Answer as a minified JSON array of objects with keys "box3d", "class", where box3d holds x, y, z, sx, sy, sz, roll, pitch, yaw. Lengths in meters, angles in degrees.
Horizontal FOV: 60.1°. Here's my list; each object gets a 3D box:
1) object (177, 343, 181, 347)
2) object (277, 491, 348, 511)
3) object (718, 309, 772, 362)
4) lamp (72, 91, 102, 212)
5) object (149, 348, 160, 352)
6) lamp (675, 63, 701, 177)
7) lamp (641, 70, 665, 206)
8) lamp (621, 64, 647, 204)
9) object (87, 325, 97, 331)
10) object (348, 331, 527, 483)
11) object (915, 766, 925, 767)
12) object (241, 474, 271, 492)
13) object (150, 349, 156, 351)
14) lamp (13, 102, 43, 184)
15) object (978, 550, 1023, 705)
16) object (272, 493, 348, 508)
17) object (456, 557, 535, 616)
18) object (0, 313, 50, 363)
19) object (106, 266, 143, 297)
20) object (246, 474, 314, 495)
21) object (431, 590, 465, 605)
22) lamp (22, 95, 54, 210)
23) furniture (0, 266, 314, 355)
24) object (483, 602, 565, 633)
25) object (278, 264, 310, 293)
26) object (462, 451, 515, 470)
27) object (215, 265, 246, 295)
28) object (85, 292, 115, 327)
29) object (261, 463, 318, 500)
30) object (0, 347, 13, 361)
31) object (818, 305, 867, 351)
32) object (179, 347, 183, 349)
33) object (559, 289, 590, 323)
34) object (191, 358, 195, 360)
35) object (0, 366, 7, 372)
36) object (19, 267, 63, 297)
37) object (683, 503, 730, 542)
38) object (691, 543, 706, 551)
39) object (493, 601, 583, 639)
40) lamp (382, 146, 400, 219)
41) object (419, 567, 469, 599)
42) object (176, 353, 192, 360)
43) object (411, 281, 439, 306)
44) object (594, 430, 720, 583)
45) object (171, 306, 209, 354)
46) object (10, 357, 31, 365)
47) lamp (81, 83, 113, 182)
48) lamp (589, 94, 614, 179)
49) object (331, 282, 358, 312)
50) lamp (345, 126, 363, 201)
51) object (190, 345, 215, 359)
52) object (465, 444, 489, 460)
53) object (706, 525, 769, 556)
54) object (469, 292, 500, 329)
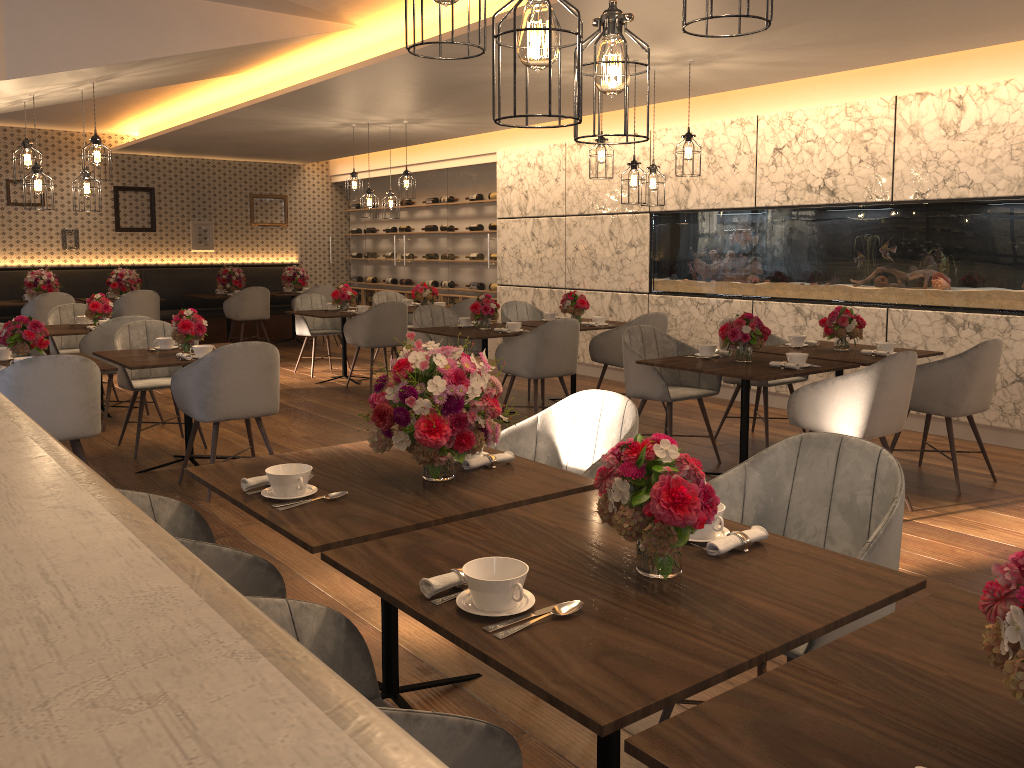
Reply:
[{"box3d":[-2.172,-0.259,5.865,0.056,0.039,0.176,-6,10,-37],"class":"object"},{"box3d":[-0.516,0.305,2.310,0.198,0.015,0.043,-8,11,-41],"class":"object"},{"box3d":[1.359,-0.283,5.159,0.305,0.300,0.236,-1,7,-5],"class":"object"},{"box3d":[-2.975,-2.234,6.106,0.175,2.059,0.175,-4,7,-36],"class":"lamp"},{"box3d":[-2.308,-0.220,5.729,0.022,0.004,0.211,-7,11,-37],"class":"object"},{"box3d":[1.227,-2.475,6.079,0.175,2.059,0.175,-4,7,-36],"class":"lamp"},{"box3d":[1.026,-2.324,6.357,0.175,2.059,0.175,-4,7,-36],"class":"lamp"},{"box3d":[0.846,-2.278,6.059,0.175,2.059,0.175,-4,7,-36],"class":"lamp"},{"box3d":[-3.369,-0.450,7.098,0.056,0.039,0.176,-6,10,-37],"class":"object"},{"box3d":[-0.213,0.060,2.551,0.406,0.423,0.421,6,9,40],"class":"object"},{"box3d":[0.447,0.491,1.035,0.176,0.039,0.056,-7,10,-37],"class":"object"},{"box3d":[-0.670,0.267,2.476,0.176,0.039,0.056,-7,10,-37],"class":"object"},{"box3d":[-2.340,-0.223,5.712,0.043,0.015,0.198,-7,11,-41],"class":"object"},{"box3d":[-3.356,-2.420,6.049,0.175,2.059,0.175,-4,7,-36],"class":"lamp"},{"box3d":[0.745,0.340,1.132,0.234,0.299,0.307,1,7,10],"class":"object"},{"box3d":[-0.532,0.306,2.342,0.211,0.004,0.022,-7,11,-37],"class":"object"},{"box3d":[-0.031,0.378,1.650,0.148,0.072,0.149,1,8,5],"class":"object"},{"box3d":[-2.748,-0.251,4.961,0.305,0.299,0.235,4,8,27],"class":"object"},{"box3d":[-4.962,-1.300,11.328,0.420,0.423,0.407,-5,9,-35],"class":"object"},{"box3d":[-0.641,0.277,2.455,0.193,0.024,0.025,-7,10,-37],"class":"object"},{"box3d":[-0.072,0.391,1.720,0.193,0.024,0.025,-7,10,-37],"class":"object"},{"box3d":[-3.156,-2.188,5.809,0.175,2.059,0.175,-4,7,-36],"class":"lamp"},{"box3d":[-5.963,-0.934,11.516,7.106,1.075,0.543,-7,9,-37],"class":"furniture"},{"box3d":[0.038,0.419,1.607,0.211,0.004,0.022,-7,11,-37],"class":"object"},{"box3d":[-3.128,-1.524,12.765,0.405,0.423,0.422,1,7,6],"class":"object"},{"box3d":[-0.070,0.233,2.695,0.176,0.039,0.056,-7,10,-37],"class":"object"},{"box3d":[-3.866,-1.434,12.185,0.405,0.423,0.422,1,7,5],"class":"object"},{"box3d":[-3.429,-0.624,7.371,0.234,0.299,0.307,-2,8,-18],"class":"object"},{"box3d":[-0.600,0.264,2.385,0.148,0.072,0.149,1,8,5],"class":"object"},{"box3d":[-3.011,-0.175,5.219,0.148,0.072,0.149,3,9,20],"class":"object"},{"box3d":[2.128,-0.370,5.714,0.305,0.299,0.235,-2,7,-16],"class":"object"},{"box3d":[-2.194,-0.247,5.837,0.025,0.024,0.193,-6,10,-37],"class":"object"},{"box3d":[0.558,-0.684,7.746,0.235,0.299,0.306,-5,9,-36],"class":"object"},{"box3d":[-1.931,-0.163,5.297,0.025,0.024,0.193,-6,10,-37],"class":"object"},{"box3d":[-2.701,-0.076,4.693,0.056,0.039,0.176,-6,10,-37],"class":"object"},{"box3d":[-5.761,-1.223,10.841,0.405,0.423,0.422,1,7,6],"class":"object"},{"box3d":[0.429,0.316,2.048,0.148,0.072,0.149,1,8,5],"class":"object"},{"box3d":[0.471,0.351,1.982,0.193,0.024,0.025,-7,10,-37],"class":"object"},{"box3d":[0.054,0.419,1.575,0.198,0.015,0.043,-8,11,-41],"class":"object"},{"box3d":[-1.290,-2.787,9.346,0.175,2.059,0.175,-4,7,-36],"class":"lamp"},{"box3d":[-0.100,0.381,1.741,0.176,0.039,0.056,-7,10,-37],"class":"object"},{"box3d":[-1.952,-0.166,5.268,0.056,0.039,0.176,-6,10,-37],"class":"object"},{"box3d":[-0.958,-0.987,9.697,0.305,0.299,0.235,-2,7,-16],"class":"object"},{"box3d":[0.303,0.236,1.820,0.234,0.299,0.307,-2,8,-18],"class":"object"},{"box3d":[-2.012,-0.341,5.542,0.234,0.299,0.307,-2,8,-18],"class":"object"},{"box3d":[-2.610,-0.104,4.761,0.148,0.072,0.149,3,9,20],"class":"object"},{"box3d":[-2.775,-2.386,5.829,0.175,2.059,0.175,-4,7,-36],"class":"lamp"},{"box3d":[0.645,-2.510,6.300,0.175,2.059,0.175,-4,7,-36],"class":"lamp"},{"box3d":[-1.728,-0.901,9.145,0.234,0.299,0.306,4,8,30],"class":"object"},{"box3d":[-1.671,-2.973,9.289,0.175,2.059,0.175,-4,7,-36],"class":"lamp"},{"box3d":[-1.862,-0.193,5.336,0.148,0.072,0.149,3,9,20],"class":"object"},{"box3d":[-0.140,0.202,2.783,0.148,0.072,0.149,1,8,5],"class":"object"},{"box3d":[0.499,0.347,1.960,0.176,0.039,0.056,-7,10,-37],"class":"object"},{"box3d":[-0.214,-0.598,7.191,0.234,0.299,0.306,4,8,30],"class":"object"}]
